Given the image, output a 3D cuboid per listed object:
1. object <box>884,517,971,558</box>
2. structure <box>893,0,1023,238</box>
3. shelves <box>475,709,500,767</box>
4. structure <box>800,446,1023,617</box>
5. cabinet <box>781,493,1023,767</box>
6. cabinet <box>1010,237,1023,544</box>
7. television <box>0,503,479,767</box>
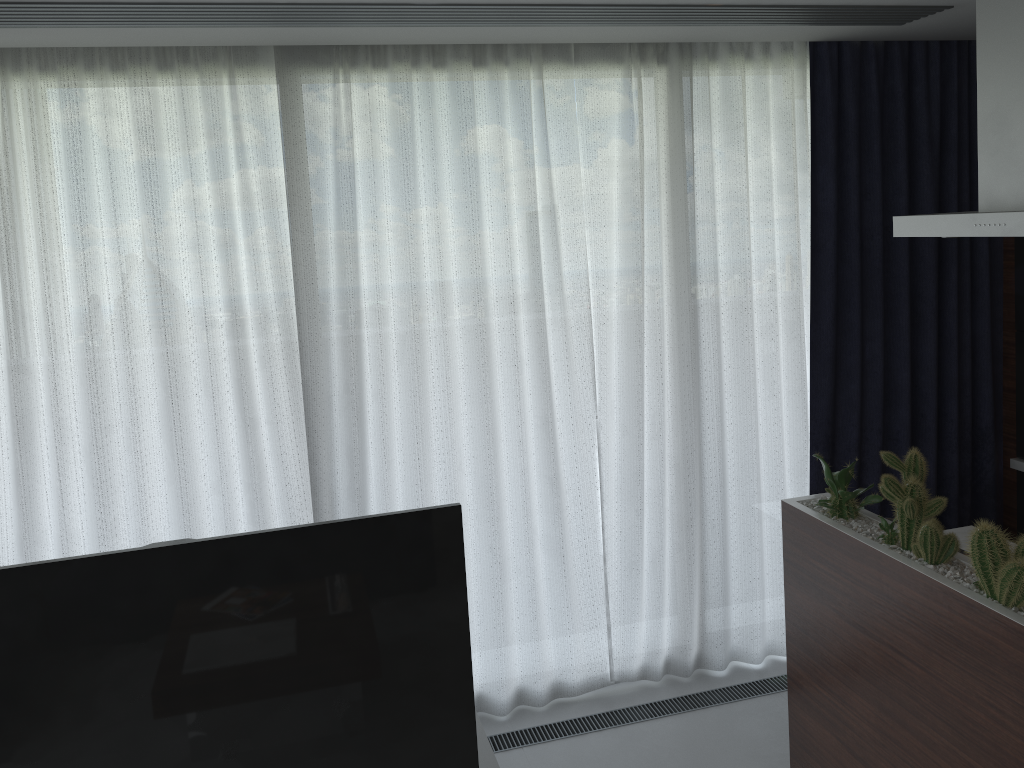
[{"bbox_3d":[1.239,0.522,2.658,0.222,0.143,0.347,-6,10,-14],"label":"object"},{"bbox_3d":[1.436,-0.740,2.096,0.447,0.752,1.053,-5,9,-14],"label":"structure"},{"bbox_3d":[-1.147,1.365,2.015,2.353,0.494,0.881,-6,9,-14],"label":"shelves"},{"bbox_3d":[1.076,0.330,2.377,0.223,0.283,1.010,-5,10,-11],"label":"structure"},{"bbox_3d":[1.624,0.291,1.340,0.787,2.526,3.365,-5,8,-14],"label":"cabinet"},{"bbox_3d":[2.921,0.055,2.210,0.707,2.528,3.510,-5,9,-14],"label":"cabinet"},{"bbox_3d":[-0.689,0.715,1.874,1.232,0.779,0.300,-6,6,-14],"label":"television"}]
